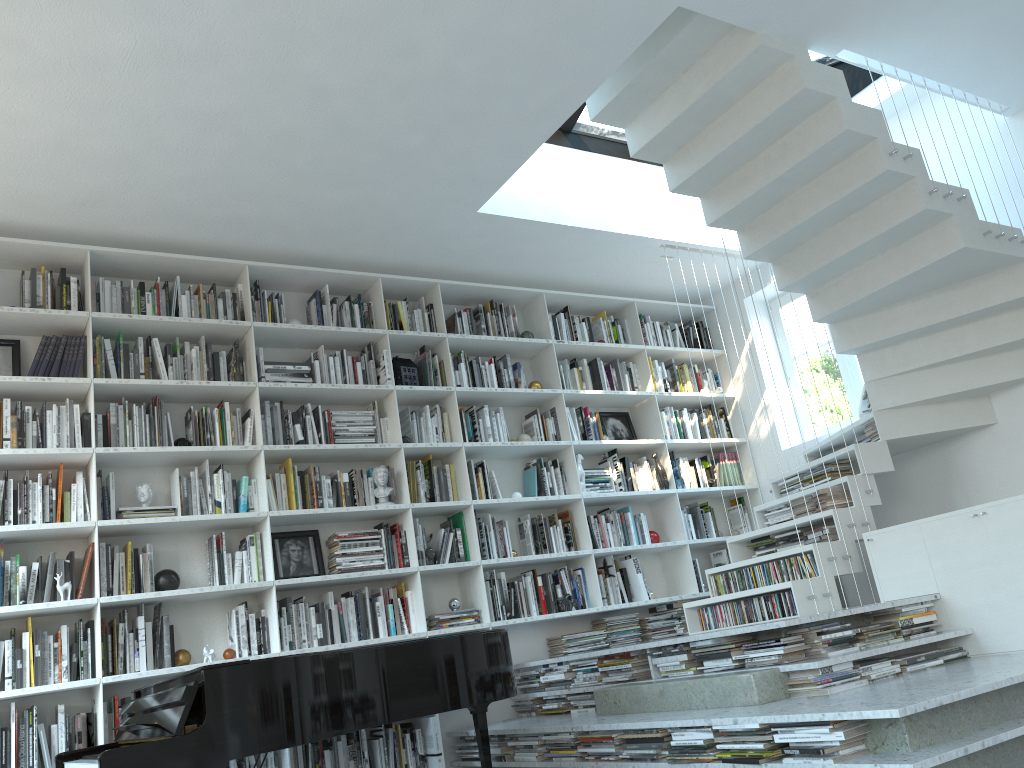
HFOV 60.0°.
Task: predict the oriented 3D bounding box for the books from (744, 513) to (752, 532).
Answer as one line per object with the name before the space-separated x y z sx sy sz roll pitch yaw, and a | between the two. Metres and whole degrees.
books | 1.766 1.099 6.826 0.028 0.181 0.167 1 -20 -32

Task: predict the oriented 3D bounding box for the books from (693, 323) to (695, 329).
books | 1.472 -0.336 7.237 0.012 0.291 0.140 1 -20 -32

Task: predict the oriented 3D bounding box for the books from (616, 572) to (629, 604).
books | 0.696 1.395 6.008 0.052 0.216 0.185 1 -20 -32

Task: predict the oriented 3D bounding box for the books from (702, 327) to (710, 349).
books | 1.535 -0.318 7.254 0.014 0.247 0.185 1 -20 -32

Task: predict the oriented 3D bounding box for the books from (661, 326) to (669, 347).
books | 1.176 -0.321 7.028 0.025 0.236 0.144 1 -20 -32

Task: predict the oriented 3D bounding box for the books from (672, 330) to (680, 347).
books | 1.275 -0.306 7.088 0.057 0.211 0.163 1 -20 -32

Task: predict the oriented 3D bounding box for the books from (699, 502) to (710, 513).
books | 1.439 1.041 6.635 0.011 0.283 0.161 1 -20 -32

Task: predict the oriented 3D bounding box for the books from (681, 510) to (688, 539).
books | 1.194 1.046 6.464 0.024 0.251 0.176 1 -20 -32

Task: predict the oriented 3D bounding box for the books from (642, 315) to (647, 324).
books | 1.029 -0.364 6.962 0.012 0.325 0.152 1 -20 -32

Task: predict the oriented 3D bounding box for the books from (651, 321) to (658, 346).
books | 1.073 -0.341 6.975 0.027 0.274 0.149 1 -20 -32

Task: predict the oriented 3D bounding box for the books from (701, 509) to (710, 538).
books | 1.391 1.066 6.598 0.014 0.229 0.173 1 -20 -32

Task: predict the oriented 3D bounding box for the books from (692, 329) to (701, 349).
books | 1.452 -0.310 7.180 0.012 0.215 0.193 1 -20 -32

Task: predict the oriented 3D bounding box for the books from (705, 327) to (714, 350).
books | 1.559 -0.317 7.253 0.025 0.236 0.188 1 -20 -32

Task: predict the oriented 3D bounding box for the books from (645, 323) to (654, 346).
books | 1.029 -0.331 6.928 0.023 0.243 0.183 1 -20 -32

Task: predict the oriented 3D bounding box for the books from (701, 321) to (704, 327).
books | 1.553 -0.345 7.299 0.014 0.318 0.144 1 -20 -32

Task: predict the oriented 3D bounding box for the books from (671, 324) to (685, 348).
books | 1.321 -0.332 7.141 0.069 0.276 0.132 1 -20 -32

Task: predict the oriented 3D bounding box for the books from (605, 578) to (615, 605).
books | 0.626 1.410 5.970 0.030 0.187 0.140 1 -20 -32

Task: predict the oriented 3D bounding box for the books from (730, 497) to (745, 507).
books | 1.780 1.043 6.880 0.013 0.314 0.130 1 -20 -32

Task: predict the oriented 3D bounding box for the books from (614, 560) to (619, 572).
books | 0.704 1.362 6.054 0.010 0.303 0.132 1 -20 -32

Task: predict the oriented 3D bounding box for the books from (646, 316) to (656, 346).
books | 1.048 -0.359 6.954 0.012 0.305 0.185 1 -20 -32

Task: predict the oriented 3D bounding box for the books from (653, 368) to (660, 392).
books | 1.036 0.004 6.695 0.024 0.204 0.166 1 -20 -32

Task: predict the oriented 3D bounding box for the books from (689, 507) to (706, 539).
books | 1.337 1.048 6.542 0.027 0.248 0.184 1 -20 -32

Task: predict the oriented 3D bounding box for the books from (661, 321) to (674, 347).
books | 1.223 -0.339 7.079 0.012 0.284 0.160 1 -20 -32

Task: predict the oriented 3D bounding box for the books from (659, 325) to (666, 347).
books | 1.148 -0.325 7.022 0.027 0.249 0.155 1 -20 -32

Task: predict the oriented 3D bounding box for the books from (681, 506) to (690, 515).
books | 1.276 1.049 6.544 0.024 0.266 0.133 1 -20 -32

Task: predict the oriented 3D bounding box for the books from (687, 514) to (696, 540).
books | 1.268 1.073 6.506 0.029 0.201 0.173 1 -20 -32

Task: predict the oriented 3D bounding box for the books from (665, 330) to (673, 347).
books | 1.210 -0.306 7.048 0.026 0.207 0.163 1 -20 -32

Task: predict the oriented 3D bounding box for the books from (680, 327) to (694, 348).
books | 1.406 -0.319 7.178 0.068 0.246 0.161 1 -20 -32

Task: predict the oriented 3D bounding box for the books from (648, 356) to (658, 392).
books | 1.014 -0.038 6.698 0.010 0.293 0.183 1 -20 -32

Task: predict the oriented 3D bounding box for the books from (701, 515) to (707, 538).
books | 1.361 1.081 6.580 0.027 0.200 0.164 1 -20 -32

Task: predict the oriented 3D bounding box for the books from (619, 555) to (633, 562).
books | 0.816 1.353 6.126 0.012 0.325 0.136 1 -20 -32

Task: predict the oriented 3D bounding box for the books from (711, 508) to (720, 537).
books | 1.478 1.065 6.659 0.013 0.239 0.166 1 -20 -32

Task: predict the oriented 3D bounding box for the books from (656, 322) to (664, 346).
books | 1.118 -0.336 6.997 0.029 0.263 0.179 1 -20 -32

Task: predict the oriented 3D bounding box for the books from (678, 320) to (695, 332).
books | 1.443 -0.348 7.219 0.014 0.312 0.162 1 -20 -32

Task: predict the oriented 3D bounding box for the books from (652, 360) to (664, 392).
books | 1.056 -0.026 6.710 0.026 0.262 0.190 1 -20 -32

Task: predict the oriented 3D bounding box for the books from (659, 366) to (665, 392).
books | 1.085 -0.002 6.734 0.049 0.223 0.162 1 -20 -32

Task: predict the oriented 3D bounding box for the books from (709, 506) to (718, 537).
books | 1.464 1.059 6.658 0.012 0.253 0.161 1 -20 -32

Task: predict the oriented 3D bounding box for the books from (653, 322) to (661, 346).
books | 1.098 -0.334 6.982 0.022 0.258 0.163 1 -20 -32

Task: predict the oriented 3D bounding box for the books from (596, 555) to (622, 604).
books | 0.659 1.339 6.007 0.014 0.332 0.169 1 -20 -32

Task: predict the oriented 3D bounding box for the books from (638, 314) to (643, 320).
books | 0.999 -0.368 6.942 0.014 0.330 0.143 1 -20 -32

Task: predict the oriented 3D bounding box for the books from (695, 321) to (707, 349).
books | 1.499 -0.343 7.219 0.014 0.285 0.190 1 -20 -32

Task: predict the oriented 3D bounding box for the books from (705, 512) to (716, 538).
books | 1.436 1.075 6.608 0.021 0.204 0.175 1 -20 -32

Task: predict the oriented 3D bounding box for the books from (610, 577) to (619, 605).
books | 0.653 1.410 5.978 0.024 0.184 0.149 1 -20 -32

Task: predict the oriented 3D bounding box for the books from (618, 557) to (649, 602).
books | 0.798 1.349 6.044 0.075 0.290 0.256 1 -20 -32

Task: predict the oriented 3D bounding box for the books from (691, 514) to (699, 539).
books | 1.305 1.075 6.543 0.025 0.207 0.149 1 -20 -32

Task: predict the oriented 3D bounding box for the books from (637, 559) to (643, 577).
books | 0.846 1.365 6.113 0.025 0.286 0.160 1 -20 -32

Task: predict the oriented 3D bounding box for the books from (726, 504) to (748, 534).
books | 1.739 1.067 6.831 0.012 0.253 0.161 1 -20 -32

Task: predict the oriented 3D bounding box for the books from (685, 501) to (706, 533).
books | 1.371 1.036 6.604 0.013 0.296 0.141 1 -20 -32

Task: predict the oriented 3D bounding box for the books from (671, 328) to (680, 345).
books | 1.295 -0.312 7.120 0.010 0.235 0.132 1 -20 -32

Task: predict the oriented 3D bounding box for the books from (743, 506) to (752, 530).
books | 1.775 1.076 6.854 0.022 0.236 0.152 1 -20 -32

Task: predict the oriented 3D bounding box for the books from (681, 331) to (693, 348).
books | 1.380 -0.300 7.133 0.024 0.192 0.187 1 -20 -32

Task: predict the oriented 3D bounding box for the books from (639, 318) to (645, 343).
books | 0.969 -0.352 6.901 0.013 0.285 0.151 1 -20 -32

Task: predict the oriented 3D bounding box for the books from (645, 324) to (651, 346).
books | 1.004 -0.327 6.901 0.022 0.228 0.175 1 -20 -32

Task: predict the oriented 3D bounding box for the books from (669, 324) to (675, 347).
books | 1.239 -0.330 7.079 0.015 0.262 0.143 1 -20 -32

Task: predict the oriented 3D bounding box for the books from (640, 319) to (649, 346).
books | 0.988 -0.348 6.895 0.012 0.268 0.185 1 -20 -32

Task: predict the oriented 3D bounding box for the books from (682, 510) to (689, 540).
books | 1.217 1.057 6.484 0.037 0.235 0.153 1 -20 -32

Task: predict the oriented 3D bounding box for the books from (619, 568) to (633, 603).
books | 0.736 1.387 6.042 0.031 0.238 0.172 1 -20 -32

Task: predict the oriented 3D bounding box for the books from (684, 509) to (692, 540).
books | 1.241 1.055 6.502 0.022 0.241 0.152 1 -20 -32

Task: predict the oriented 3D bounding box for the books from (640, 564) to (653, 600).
books | 0.879 1.375 6.142 0.062 0.273 0.148 1 -20 -32
